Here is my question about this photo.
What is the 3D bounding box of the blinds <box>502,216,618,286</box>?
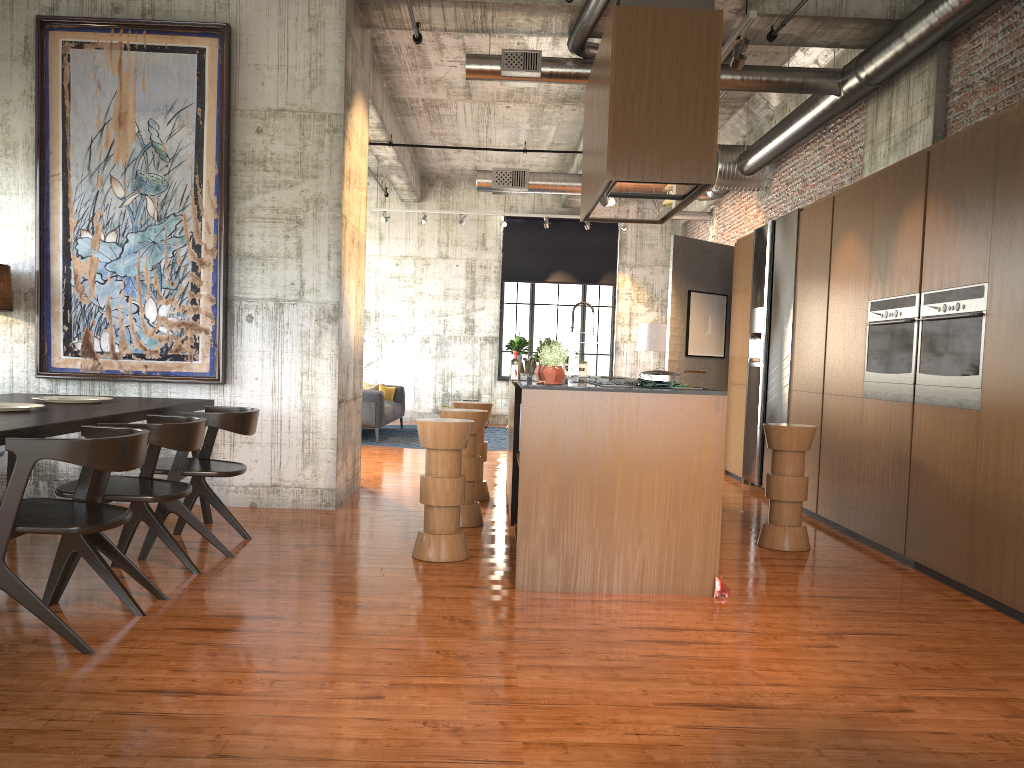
[{"bbox_3d":[1.030,-2.863,18.903,2.443,1.467,0.150,2,3,-1],"label":"blinds"}]

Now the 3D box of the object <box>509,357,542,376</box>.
[{"bbox_3d":[0.300,0.051,18.679,0.727,1.298,0.455,2,3,10],"label":"object"}]

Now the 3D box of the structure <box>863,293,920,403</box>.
[{"bbox_3d":[2.885,-0.272,6.841,0.079,0.796,0.858,2,2,-1],"label":"structure"}]

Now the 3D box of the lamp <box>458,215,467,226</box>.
[{"bbox_3d":[-1.000,-3.300,17.893,0.182,0.241,0.102,2,3,-6],"label":"lamp"}]

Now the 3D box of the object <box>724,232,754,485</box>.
[{"bbox_3d":[3.251,-0.303,11.035,0.860,3.051,0.909,2,3,-1],"label":"object"}]

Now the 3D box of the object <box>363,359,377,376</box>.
[{"bbox_3d":[-2.356,0.023,10.209,1.887,2.067,1.511,3,3,21],"label":"object"}]

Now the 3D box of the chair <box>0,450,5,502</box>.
[{"bbox_3d":[-4.083,0.609,6.279,0.769,0.995,0.877,2,3,-1],"label":"chair"}]

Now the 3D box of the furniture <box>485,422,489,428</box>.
[{"bbox_3d":[-0.700,0.645,17.872,0.431,0.478,0.432,4,4,44],"label":"furniture"}]

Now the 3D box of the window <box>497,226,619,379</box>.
[{"bbox_3d":[0.993,-1.745,19.146,2.579,3.442,0.050,2,3,-1],"label":"window"}]

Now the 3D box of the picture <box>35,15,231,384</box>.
[{"bbox_3d":[-3.310,-1.579,7.732,1.655,3.126,0.141,2,3,-1],"label":"picture"}]

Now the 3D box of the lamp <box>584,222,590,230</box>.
[{"bbox_3d":[1.521,-3.219,17.920,0.102,0.251,0.165,5,4,44],"label":"lamp"}]

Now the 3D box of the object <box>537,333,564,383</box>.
[{"bbox_3d":[0.245,-0.193,6.021,0.196,0.368,0.186,4,4,39],"label":"object"}]

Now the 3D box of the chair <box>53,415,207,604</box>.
[{"bbox_3d":[-2.223,0.701,5.226,0.769,0.995,0.877,2,3,-2],"label":"chair"}]

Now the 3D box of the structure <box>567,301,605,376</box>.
[{"bbox_3d":[0.738,-0.447,8.807,0.360,0.751,0.168,2,3,-1],"label":"structure"}]

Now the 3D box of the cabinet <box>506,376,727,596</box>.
[{"bbox_3d":[0.618,0.609,7.569,1.245,1.245,4.354,2,2,-1],"label":"cabinet"}]

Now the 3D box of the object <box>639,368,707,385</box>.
[{"bbox_3d":[1.118,-0.050,6.074,0.330,0.120,0.729,3,2,34],"label":"object"}]

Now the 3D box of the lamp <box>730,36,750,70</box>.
[{"bbox_3d":[1.666,-2.422,6.506,0.102,0.215,0.225,2,3,-5],"label":"lamp"}]

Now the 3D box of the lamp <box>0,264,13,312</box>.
[{"bbox_3d":[-4.632,0.015,7.466,0.752,2.060,0.751,3,3,11],"label":"lamp"}]

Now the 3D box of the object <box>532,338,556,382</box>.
[{"bbox_3d":[0.232,-0.172,6.265,0.179,0.312,0.172,2,3,5],"label":"object"}]

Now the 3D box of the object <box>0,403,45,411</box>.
[{"bbox_3d":[-3.137,0.142,5.391,0.526,0.025,0.526,2,2,9],"label":"object"}]

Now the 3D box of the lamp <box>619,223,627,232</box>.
[{"bbox_3d":[2.268,-3.190,17.988,0.225,0.215,0.102,4,4,40],"label":"lamp"}]

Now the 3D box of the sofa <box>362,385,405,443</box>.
[{"bbox_3d":[-2.723,0.461,15.543,1.362,0.862,2.999,2,2,0],"label":"sofa"}]

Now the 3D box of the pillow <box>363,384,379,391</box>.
[{"bbox_3d":[-2.380,0.214,14.518,0.536,0.447,0.260,2,3,6],"label":"pillow"}]

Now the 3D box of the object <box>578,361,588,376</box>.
[{"bbox_3d":[0.765,-0.169,9.558,0.107,0.158,0.107,4,3,34],"label":"object"}]

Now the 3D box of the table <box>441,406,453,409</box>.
[{"bbox_3d":[-1.048,0.672,18.783,0.875,0.359,0.474,2,2,-1],"label":"table"}]

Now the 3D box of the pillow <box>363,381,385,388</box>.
[{"bbox_3d":[-2.668,0.147,16.532,0.536,0.447,0.260,2,3,6],"label":"pillow"}]

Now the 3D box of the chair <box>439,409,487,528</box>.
[{"bbox_3d":[-0.429,0.702,7.515,0.409,0.964,0.410,1,3,-22],"label":"chair"}]

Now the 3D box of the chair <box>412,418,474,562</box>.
[{"bbox_3d":[-0.488,0.736,6.253,0.409,0.964,0.410,1,3,-22],"label":"chair"}]

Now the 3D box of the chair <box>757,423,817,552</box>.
[{"bbox_3d":[2.170,0.804,7.003,0.410,0.964,0.409,4,4,29],"label":"chair"}]

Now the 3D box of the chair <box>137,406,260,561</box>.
[{"bbox_3d":[-2.202,0.672,6.284,0.769,0.995,0.877,2,3,-5],"label":"chair"}]

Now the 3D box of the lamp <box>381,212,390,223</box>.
[{"bbox_3d":[-2.553,-3.351,17.875,0.102,0.211,0.260,4,3,34],"label":"lamp"}]

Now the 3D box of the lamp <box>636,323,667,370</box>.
[{"bbox_3d":[2.929,-0.134,18.600,0.693,2.247,0.706,3,4,21],"label":"lamp"}]

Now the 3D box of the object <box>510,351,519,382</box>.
[{"bbox_3d":[0.018,-0.116,5.878,0.056,0.209,0.056,2,3,-1],"label":"object"}]

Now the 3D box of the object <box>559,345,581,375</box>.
[{"bbox_3d":[0.611,-0.286,9.570,0.305,0.382,0.361,4,3,33],"label":"object"}]

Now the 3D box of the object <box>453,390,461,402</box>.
[{"bbox_3d":[-1.155,0.315,18.653,0.163,0.362,0.162,2,3,1],"label":"object"}]

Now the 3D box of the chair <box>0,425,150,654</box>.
[{"bbox_3d":[-2.205,0.727,4.327,0.769,0.995,0.877,2,3,-1],"label":"chair"}]

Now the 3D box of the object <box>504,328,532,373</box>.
[{"bbox_3d":[0.065,-0.362,9.527,0.268,0.503,0.304,5,4,41],"label":"object"}]

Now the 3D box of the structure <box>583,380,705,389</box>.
[{"bbox_3d":[0.894,-0.002,6.243,0.678,0.019,1.095,2,2,-1],"label":"structure"}]

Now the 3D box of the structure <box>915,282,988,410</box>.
[{"bbox_3d":[2.904,-0.246,5.943,0.079,0.796,0.858,2,2,-1],"label":"structure"}]

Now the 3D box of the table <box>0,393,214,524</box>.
[{"bbox_3d":[-3.210,0.656,5.397,1.638,1.008,3.697,2,2,-1],"label":"table"}]

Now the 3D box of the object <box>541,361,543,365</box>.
[{"bbox_3d":[0.407,-0.232,9.592,0.236,0.258,0.231,4,3,37],"label":"object"}]

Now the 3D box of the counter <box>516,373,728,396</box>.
[{"bbox_3d":[0.637,0.048,7.534,1.245,0.174,4.356,2,2,-1],"label":"counter"}]

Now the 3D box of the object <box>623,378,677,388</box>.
[{"bbox_3d":[0.865,-0.009,5.572,0.391,0.068,0.184,0,2,-45],"label":"object"}]

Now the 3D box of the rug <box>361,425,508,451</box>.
[{"bbox_3d":[-1.012,0.932,15.879,4.845,0.009,4.840,0,2,-45],"label":"rug"}]

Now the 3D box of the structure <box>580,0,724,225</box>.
[{"bbox_3d":[0.900,-1.804,6.123,0.663,1.127,1.626,2,2,-1],"label":"structure"}]

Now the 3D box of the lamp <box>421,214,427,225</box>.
[{"bbox_3d":[-1.774,-3.324,17.908,0.102,0.228,0.198,2,3,9],"label":"lamp"}]

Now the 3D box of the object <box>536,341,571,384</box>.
[{"bbox_3d":[0.270,-0.143,5.785,0.221,0.284,0.210,2,3,7],"label":"object"}]

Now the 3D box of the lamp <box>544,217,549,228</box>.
[{"bbox_3d":[0.696,-3.246,17.899,0.102,0.251,0.165,3,3,24],"label":"lamp"}]

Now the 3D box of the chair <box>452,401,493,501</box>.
[{"bbox_3d":[-0.407,0.665,8.859,0.409,0.964,0.410,1,3,-22],"label":"chair"}]

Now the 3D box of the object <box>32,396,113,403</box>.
[{"bbox_3d":[-3.157,0.113,6.378,0.526,0.025,0.526,2,2,9],"label":"object"}]

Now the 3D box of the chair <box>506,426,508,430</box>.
[{"bbox_3d":[0.404,0.408,17.732,1.056,1.032,0.806,4,3,38],"label":"chair"}]

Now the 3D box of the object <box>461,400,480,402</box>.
[{"bbox_3d":[-0.879,0.422,18.748,0.423,0.153,0.381,2,2,-1],"label":"object"}]

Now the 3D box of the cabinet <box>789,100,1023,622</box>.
[{"bbox_3d":[3.345,-0.169,6.406,0.860,3.050,5.334,2,2,-1],"label":"cabinet"}]

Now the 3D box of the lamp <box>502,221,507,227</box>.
[{"bbox_3d":[-0.159,-3.272,17.933,0.102,0.211,0.260,2,2,-6],"label":"lamp"}]

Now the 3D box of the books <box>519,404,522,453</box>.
[{"bbox_3d":[0.202,0.359,7.068,0.284,0.397,0.036,2,3,-1],"label":"books"}]

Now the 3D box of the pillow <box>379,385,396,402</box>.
[{"bbox_3d":[-2.340,0.177,16.510,0.434,0.319,0.168,1,3,-27],"label":"pillow"}]

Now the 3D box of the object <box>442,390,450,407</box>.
[{"bbox_3d":[-1.387,0.307,18.647,0.163,0.362,0.162,2,3,-3],"label":"object"}]

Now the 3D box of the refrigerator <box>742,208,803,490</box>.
[{"bbox_3d":[3.393,-0.258,9.827,1.211,3.056,1.514,2,3,-1],"label":"refrigerator"}]
